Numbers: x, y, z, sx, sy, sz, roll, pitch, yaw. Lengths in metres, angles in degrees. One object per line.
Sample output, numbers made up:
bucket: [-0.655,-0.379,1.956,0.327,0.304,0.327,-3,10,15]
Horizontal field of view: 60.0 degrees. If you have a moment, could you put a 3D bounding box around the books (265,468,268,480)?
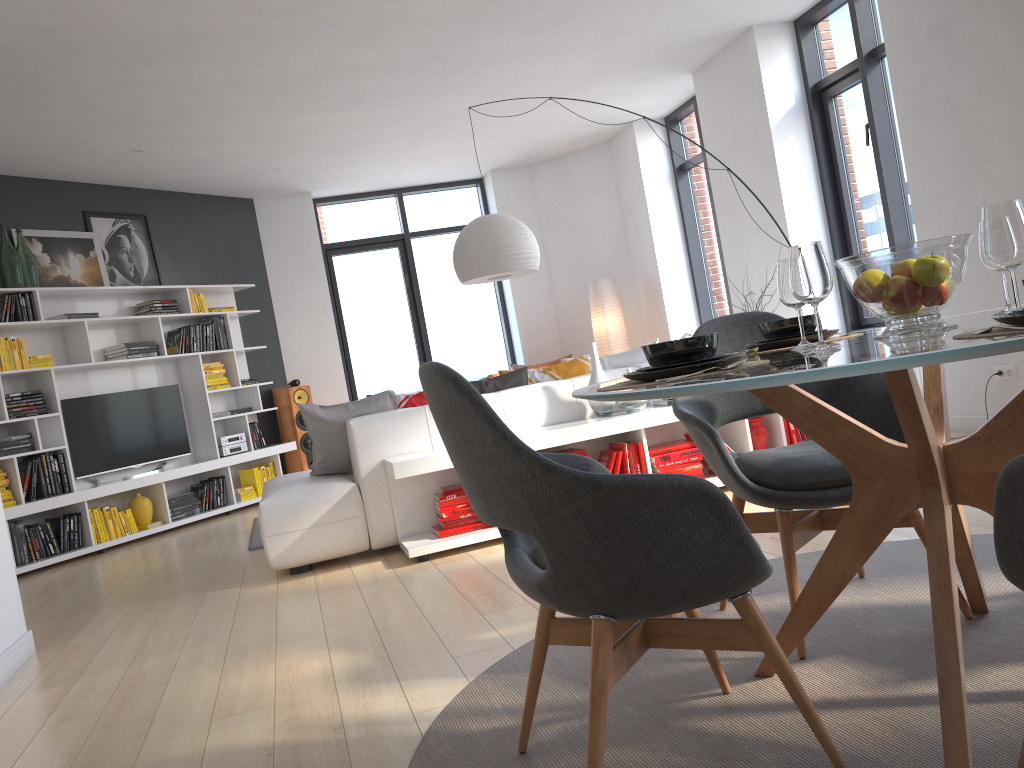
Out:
books: [-2.356,0.906,8.314,0.169,0.239,0.023,-9,1,30]

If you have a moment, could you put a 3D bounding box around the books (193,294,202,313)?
books: [-2.871,-0.712,7.985,0.132,0.180,0.054,-9,1,30]

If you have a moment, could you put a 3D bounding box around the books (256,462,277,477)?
books: [-2.318,0.882,8.413,0.213,0.270,0.025,-9,1,30]

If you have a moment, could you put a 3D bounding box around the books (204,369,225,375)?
books: [-2.778,-0.098,8.119,0.176,0.033,0.239,-9,2,33]

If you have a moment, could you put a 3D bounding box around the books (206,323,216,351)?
books: [-2.792,-0.414,8.111,0.197,0.260,0.066,-9,1,30]

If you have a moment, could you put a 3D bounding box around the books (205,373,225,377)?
books: [-2.780,-0.071,8.112,0.171,0.019,0.239,-9,1,30]

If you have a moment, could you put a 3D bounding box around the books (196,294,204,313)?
books: [-2.855,-0.715,7.999,0.128,0.178,0.044,-9,1,30]

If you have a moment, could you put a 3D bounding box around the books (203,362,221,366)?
books: [-2.813,-0.168,8.121,0.163,0.023,0.223,-9,2,34]

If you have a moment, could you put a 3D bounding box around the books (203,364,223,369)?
books: [-2.785,-0.149,8.119,0.163,0.023,0.223,-9,2,34]

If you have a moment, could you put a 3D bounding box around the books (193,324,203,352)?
books: [-2.865,-0.398,7.989,0.197,0.260,0.066,-9,1,30]

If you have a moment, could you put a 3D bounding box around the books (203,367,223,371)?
books: [-2.788,-0.125,8.114,0.227,0.022,0.160,-11,2,-44]

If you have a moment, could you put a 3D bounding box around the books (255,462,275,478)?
books: [-2.324,0.884,8.385,0.204,0.270,0.029,-9,1,30]

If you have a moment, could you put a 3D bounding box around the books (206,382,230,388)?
books: [-2.750,0.024,8.105,0.203,0.024,0.257,-9,2,33]

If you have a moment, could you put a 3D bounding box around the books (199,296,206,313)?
books: [-2.835,-0.710,8.009,0.108,0.161,0.046,-9,1,29]

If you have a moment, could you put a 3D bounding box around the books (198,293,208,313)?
books: [-2.838,-0.722,8.036,0.141,0.184,0.064,-9,2,31]

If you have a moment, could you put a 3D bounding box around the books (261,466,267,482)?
books: [-2.369,0.904,8.288,0.185,0.250,0.035,-9,1,30]

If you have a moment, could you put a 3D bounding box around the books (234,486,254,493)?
books: [-2.477,0.965,8.103,0.138,0.026,0.186,-9,1,30]

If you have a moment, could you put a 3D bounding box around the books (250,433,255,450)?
books: [-2.521,0.496,8.309,0.202,0.268,0.053,-9,1,30]

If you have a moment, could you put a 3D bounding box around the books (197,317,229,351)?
books: [-2.772,-0.445,8.208,0.259,0.321,0.128,-9,1,30]

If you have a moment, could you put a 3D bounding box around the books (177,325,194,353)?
books: [-2.914,-0.385,7.905,0.192,0.254,0.075,-9,1,29]

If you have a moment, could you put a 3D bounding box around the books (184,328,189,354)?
books: [-2.929,-0.370,7.849,0.169,0.233,0.081,-9,1,29]

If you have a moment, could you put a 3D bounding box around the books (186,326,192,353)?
books: [-2.901,-0.378,7.872,0.172,0.242,0.069,-9,2,31]

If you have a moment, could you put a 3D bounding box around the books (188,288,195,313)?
books: [-2.913,-0.728,7.909,0.161,0.229,0.041,-9,1,29]

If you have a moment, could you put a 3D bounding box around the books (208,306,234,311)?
books: [-2.757,-0.688,8.261,0.203,0.024,0.257,-9,2,33]

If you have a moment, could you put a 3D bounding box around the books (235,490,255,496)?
books: [-2.448,0.996,8.088,0.113,0.018,0.169,-9,2,32]

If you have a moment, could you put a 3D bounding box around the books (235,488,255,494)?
books: [-2.461,0.983,8.100,0.134,0.014,0.187,-9,1,30]

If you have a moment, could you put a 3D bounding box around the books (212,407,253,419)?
books: [-2.611,0.267,8.261,0.250,0.047,0.310,-10,1,26]

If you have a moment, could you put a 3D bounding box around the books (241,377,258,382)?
books: [-2.540,-0.031,8.407,0.161,0.023,0.213,-9,2,34]

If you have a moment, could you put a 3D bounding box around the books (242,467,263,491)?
books: [-2.407,0.907,8.233,0.199,0.263,0.015,-9,1,30]

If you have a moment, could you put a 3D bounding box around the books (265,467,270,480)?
books: [-2.340,0.906,8.333,0.172,0.234,0.024,-9,1,30]

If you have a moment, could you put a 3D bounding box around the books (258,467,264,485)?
books: [-2.385,0.907,8.266,0.180,0.251,0.019,-9,1,30]

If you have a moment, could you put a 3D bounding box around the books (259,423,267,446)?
books: [-2.448,0.497,8.465,0.179,0.233,0.077,-9,1,30]

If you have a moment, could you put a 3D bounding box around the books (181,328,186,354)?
books: [-2.956,-0.364,7.829,0.187,0.234,0.096,-9,1,31]

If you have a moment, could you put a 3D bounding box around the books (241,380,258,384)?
books: [-2.525,-0.013,8.398,0.142,0.015,0.198,-9,1,29]

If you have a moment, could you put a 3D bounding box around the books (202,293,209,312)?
books: [-2.833,-0.724,8.061,0.142,0.184,0.044,-9,2,31]

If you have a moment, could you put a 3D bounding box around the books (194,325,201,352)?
books: [-2.880,-0.390,7.959,0.191,0.249,0.084,-9,1,30]

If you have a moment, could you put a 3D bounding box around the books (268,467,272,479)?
books: [-2.330,0.903,8.358,0.172,0.234,0.024,-9,1,30]

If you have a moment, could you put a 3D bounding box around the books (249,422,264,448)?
books: [-2.460,0.491,8.398,0.193,0.255,0.066,-9,1,30]

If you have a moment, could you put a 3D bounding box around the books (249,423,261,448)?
books: [-2.464,0.498,8.368,0.169,0.242,0.050,-9,1,30]

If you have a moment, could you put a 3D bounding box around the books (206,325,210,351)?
books: [-2.816,-0.400,8.043,0.179,0.243,0.071,-9,1,29]

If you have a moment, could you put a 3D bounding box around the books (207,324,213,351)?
books: [-2.807,-0.406,8.081,0.191,0.249,0.084,-9,1,30]

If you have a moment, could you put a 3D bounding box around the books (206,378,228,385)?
books: [-2.759,-0.008,8.107,0.189,0.042,0.243,-9,1,30]

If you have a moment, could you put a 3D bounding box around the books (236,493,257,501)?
books: [-2.453,1.034,8.100,0.147,0.033,0.190,-9,1,30]

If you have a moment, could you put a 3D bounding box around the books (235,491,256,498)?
books: [-2.460,1.012,8.102,0.148,0.011,0.196,-9,1,30]

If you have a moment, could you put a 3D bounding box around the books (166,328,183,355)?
books: [-2.969,-0.362,7.797,0.182,0.234,0.104,-9,1,30]

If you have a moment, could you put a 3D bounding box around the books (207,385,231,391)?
books: [-2.737,0.048,8.104,0.194,0.028,0.257,-9,2,35]

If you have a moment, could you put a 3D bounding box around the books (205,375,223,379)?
books: [-2.768,-0.053,8.093,0.145,0.023,0.217,-9,2,35]

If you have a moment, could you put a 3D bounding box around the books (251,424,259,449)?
books: [-2.481,0.505,8.352,0.170,0.236,0.049,-9,1,31]

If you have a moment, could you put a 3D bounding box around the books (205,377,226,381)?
books: [-2.777,-0.034,8.111,0.189,0.014,0.251,-9,2,34]

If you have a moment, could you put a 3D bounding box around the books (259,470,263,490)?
books: [-2.377,0.919,8.238,0.156,0.229,0.024,-9,1,30]

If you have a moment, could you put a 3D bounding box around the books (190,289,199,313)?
books: [-2.910,-0.728,7.969,0.164,0.224,0.054,-9,1,30]

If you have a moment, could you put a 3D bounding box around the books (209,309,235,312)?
books: [-2.743,-0.665,8.260,0.194,0.028,0.257,-9,2,35]

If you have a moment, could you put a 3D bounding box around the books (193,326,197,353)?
books: [-2.894,-0.381,7.925,0.179,0.243,0.068,-9,1,29]

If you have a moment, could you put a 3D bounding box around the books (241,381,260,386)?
books: [-2.519,0.005,8.398,0.161,0.023,0.213,-9,2,34]

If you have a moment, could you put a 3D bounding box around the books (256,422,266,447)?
books: [-2.438,0.492,8.420,0.177,0.242,0.066,-9,1,30]

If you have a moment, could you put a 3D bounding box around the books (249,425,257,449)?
books: [-2.499,0.508,8.335,0.189,0.240,0.053,-9,1,31]

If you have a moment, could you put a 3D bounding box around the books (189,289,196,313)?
books: [-2.917,-0.726,7.938,0.163,0.224,0.041,-9,1,29]

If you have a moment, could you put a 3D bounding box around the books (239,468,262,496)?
books: [-2.420,0.912,8.205,0.198,0.255,0.044,-9,1,30]
